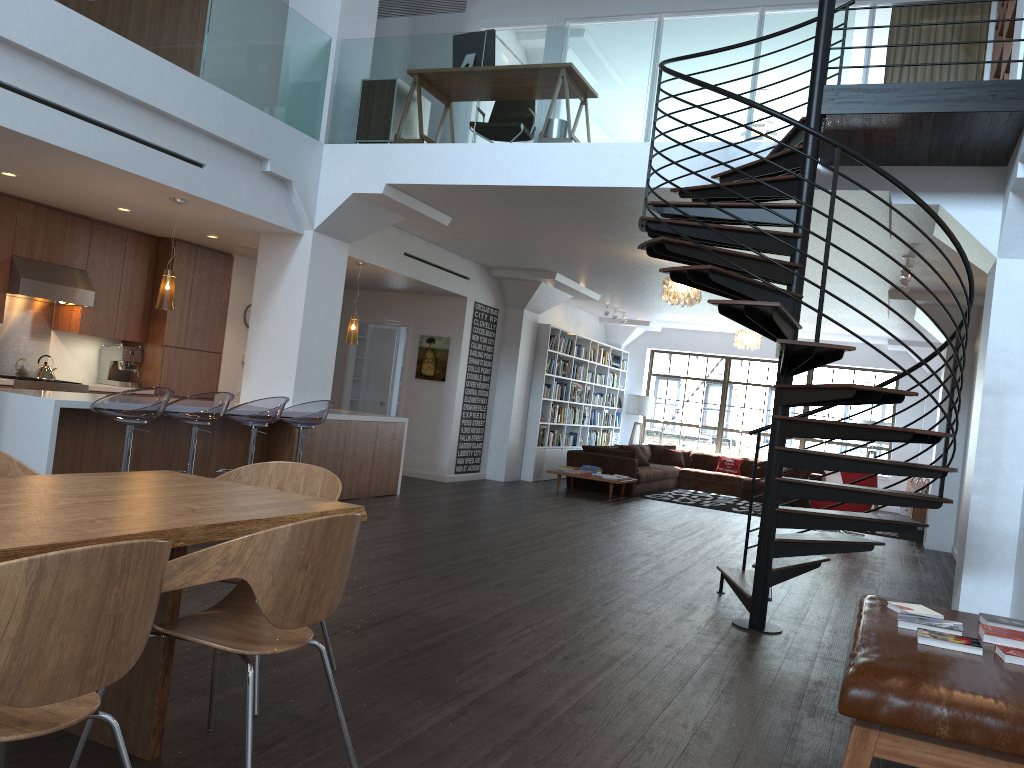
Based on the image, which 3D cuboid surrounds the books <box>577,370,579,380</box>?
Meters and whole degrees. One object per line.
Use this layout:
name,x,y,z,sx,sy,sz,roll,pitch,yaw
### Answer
books,1.054,-0.185,15.046,0.161,0.223,0.026,6,-1,23

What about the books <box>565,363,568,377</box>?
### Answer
books,0.813,-0.231,14.485,0.174,0.240,0.054,6,-1,23

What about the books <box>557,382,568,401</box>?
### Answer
books,0.827,0.128,14.608,0.176,0.294,0.102,6,-1,23

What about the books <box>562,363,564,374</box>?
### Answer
books,0.746,-0.233,14.350,0.161,0.223,0.033,6,-1,23

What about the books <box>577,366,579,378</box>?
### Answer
books,1.034,-0.191,15.019,0.167,0.230,0.037,6,-1,23

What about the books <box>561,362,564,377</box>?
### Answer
books,0.735,-0.246,14.316,0.171,0.246,0.039,6,-1,23

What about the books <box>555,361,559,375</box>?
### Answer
books,0.635,-0.256,14.081,0.174,0.236,0.142,6,-1,24

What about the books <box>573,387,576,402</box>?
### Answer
books,0.969,0.169,14.965,0.183,0.253,0.042,6,-1,23

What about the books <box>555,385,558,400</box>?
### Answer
books,0.639,0.123,14.160,0.174,0.239,0.045,6,-1,23

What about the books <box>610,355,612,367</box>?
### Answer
books,1.792,-0.443,16.702,0.161,0.223,0.032,6,-1,23

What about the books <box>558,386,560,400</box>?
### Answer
books,0.687,0.139,14.268,0.161,0.223,0.027,6,-1,23

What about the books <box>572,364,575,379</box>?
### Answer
books,0.954,-0.216,14.789,0.182,0.253,0.034,6,-1,23

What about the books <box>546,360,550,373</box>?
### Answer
books,0.488,-0.272,13.705,0.161,0.218,0.101,6,-1,23

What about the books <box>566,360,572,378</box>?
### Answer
books,0.878,-0.246,14.639,0.176,0.291,0.053,6,-1,23

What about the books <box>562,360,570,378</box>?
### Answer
books,0.843,-0.248,14.598,0.198,0.284,0.049,6,-1,23

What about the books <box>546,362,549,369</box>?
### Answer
books,0.460,-0.258,13.631,0.161,0.182,0.170,6,-1,23

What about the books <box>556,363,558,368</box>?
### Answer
books,0.618,-0.245,14.026,0.161,0.207,0.135,6,-1,24

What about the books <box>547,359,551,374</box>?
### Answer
books,0.504,-0.276,13.731,0.152,0.232,0.104,6,-1,23

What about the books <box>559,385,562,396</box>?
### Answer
books,0.703,0.128,14.365,0.182,0.253,0.034,6,-1,23

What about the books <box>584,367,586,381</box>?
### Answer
books,1.197,-0.176,15.373,0.159,0.250,0.026,6,-1,23

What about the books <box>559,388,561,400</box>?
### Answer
books,0.701,0.138,14.327,0.167,0.230,0.037,6,-1,23

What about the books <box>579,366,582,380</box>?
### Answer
books,1.088,-0.191,15.135,0.170,0.245,0.057,6,-1,23

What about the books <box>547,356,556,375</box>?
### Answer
books,0.588,-0.293,13.905,0.176,0.290,0.053,6,-1,23

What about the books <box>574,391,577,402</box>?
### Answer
books,1.023,0.202,15.071,0.161,0.207,0.135,6,-1,23

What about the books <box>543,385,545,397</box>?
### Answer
books,0.426,0.111,13.640,0.136,0.196,0.045,6,-1,23

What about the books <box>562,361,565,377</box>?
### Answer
books,0.761,-0.246,14.385,0.183,0.253,0.042,6,-1,23

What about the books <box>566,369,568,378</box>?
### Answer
books,0.828,-0.220,14.525,0.161,0.223,0.032,6,-1,23

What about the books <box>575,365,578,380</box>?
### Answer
books,1.016,-0.206,14.951,0.182,0.253,0.034,6,-1,23

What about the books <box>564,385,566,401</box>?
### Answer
books,0.787,0.140,14.519,0.182,0.253,0.034,6,-1,23

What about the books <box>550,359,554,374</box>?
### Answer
books,0.548,-0.275,13.837,0.174,0.242,0.105,6,-1,23

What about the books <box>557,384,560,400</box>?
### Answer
books,0.671,0.123,14.247,0.159,0.250,0.026,6,-1,23

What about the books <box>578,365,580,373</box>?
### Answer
books,1.071,-0.195,15.097,0.159,0.250,0.026,6,-1,23

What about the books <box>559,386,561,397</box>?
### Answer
books,0.695,0.141,14.293,0.161,0.223,0.026,6,-1,23

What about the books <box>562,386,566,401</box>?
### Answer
books,0.777,0.145,14.480,0.174,0.239,0.045,6,-1,23

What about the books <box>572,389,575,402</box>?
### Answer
books,0.966,0.183,14.925,0.161,0.223,0.032,6,-1,23

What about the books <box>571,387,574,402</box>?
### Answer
books,0.934,0.170,14.857,0.174,0.240,0.054,6,-1,23

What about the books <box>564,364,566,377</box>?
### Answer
books,0.786,-0.227,14.413,0.161,0.223,0.032,6,-1,23

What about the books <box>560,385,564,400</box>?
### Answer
books,0.737,0.132,14.388,0.182,0.253,0.034,6,-1,23

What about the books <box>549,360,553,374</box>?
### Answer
books,0.526,-0.276,13.803,0.172,0.239,0.093,6,-1,23

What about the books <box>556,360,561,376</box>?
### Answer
books,0.672,-0.260,14.164,0.183,0.253,0.042,6,-1,23

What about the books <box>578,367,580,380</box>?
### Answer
books,1.067,-0.183,15.070,0.161,0.223,0.027,6,-1,23

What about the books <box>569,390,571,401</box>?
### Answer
books,0.875,0.139,14.760,0.198,0.284,0.049,6,-1,23

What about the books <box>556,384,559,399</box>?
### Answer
books,0.656,0.123,14.208,0.170,0.245,0.057,6,-1,23

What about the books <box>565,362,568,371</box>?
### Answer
books,0.833,-0.233,14.557,0.160,0.251,0.031,6,-1,23

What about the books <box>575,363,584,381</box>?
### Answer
books,1.138,-0.205,15.254,0.176,0.290,0.053,6,-1,23

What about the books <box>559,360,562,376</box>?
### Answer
books,0.700,-0.258,14.246,0.180,0.259,0.042,6,-1,23

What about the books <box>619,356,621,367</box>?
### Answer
books,2.009,-0.423,17.236,0.183,0.253,0.042,6,-1,23

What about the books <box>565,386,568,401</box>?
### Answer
books,0.810,0.143,14.546,0.182,0.253,0.034,6,-1,23

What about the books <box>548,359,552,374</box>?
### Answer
books,0.519,-0.276,13.759,0.172,0.235,0.112,6,-1,23

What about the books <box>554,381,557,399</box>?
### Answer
books,0.607,0.093,14.092,0.176,0.290,0.053,6,-1,23

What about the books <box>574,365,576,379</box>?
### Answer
books,0.978,-0.205,14.858,0.174,0.239,0.045,6,-1,23

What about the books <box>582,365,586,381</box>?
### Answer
books,1.158,-0.198,15.311,0.197,0.283,0.065,6,-1,23

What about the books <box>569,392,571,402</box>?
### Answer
books,0.896,0.159,14.793,0.160,0.251,0.031,6,-1,23

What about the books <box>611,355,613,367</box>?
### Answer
books,1.822,-0.439,16.760,0.161,0.223,0.032,6,-1,23

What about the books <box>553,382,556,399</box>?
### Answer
books,0.579,0.092,14.037,0.197,0.283,0.065,6,-1,23

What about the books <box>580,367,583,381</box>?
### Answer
books,1.111,-0.184,15.181,0.174,0.239,0.045,6,-1,23

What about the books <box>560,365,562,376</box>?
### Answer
books,0.718,-0.251,14.281,0.160,0.251,0.039,6,-1,23

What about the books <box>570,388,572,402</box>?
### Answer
books,0.915,0.175,14.818,0.161,0.223,0.032,6,-1,23
